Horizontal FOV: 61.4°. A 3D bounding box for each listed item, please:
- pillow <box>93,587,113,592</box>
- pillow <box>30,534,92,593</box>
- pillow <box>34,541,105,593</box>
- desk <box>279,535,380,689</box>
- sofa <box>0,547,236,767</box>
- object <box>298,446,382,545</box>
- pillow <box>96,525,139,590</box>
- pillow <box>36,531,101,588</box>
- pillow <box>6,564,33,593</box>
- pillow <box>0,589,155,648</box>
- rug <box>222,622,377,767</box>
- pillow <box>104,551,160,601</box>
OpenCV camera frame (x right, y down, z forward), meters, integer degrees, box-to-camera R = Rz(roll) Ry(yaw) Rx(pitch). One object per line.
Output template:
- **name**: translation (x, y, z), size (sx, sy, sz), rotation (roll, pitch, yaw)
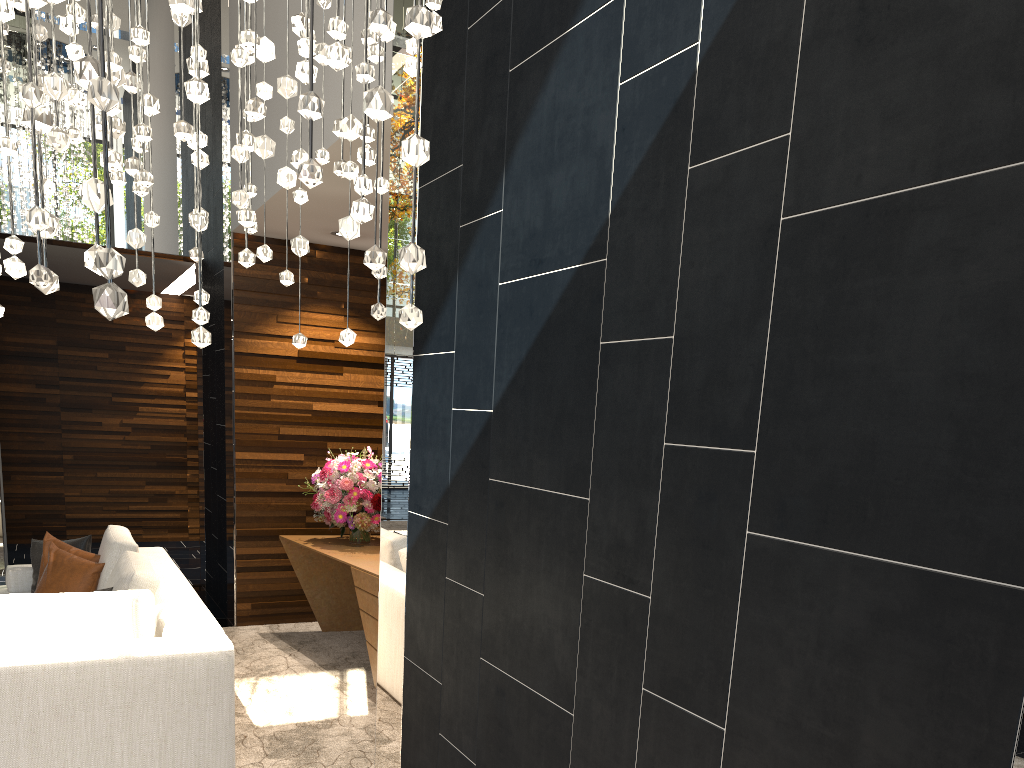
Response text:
- **pillow**: translation (-2.150, 1.136, 4.040), size (0.296, 0.374, 0.497), rotation (6, 3, 22)
- **pillow**: translation (-2.777, 1.111, 5.295), size (0.550, 0.428, 0.249), rotation (4, 8, 19)
- **pillow**: translation (-2.563, 1.131, 4.924), size (0.513, 0.425, 0.264), rotation (5, 7, 32)
- **desk**: translation (-0.736, 1.489, 5.515), size (0.990, 0.767, 2.194), rotation (2, 0, -28)
- **sofa**: translation (-2.375, 1.384, 4.541), size (1.292, 0.700, 2.788), rotation (3, -1, -28)
- **object**: translation (-1.042, 0.766, 5.924), size (0.689, 0.696, 0.645), rotation (0, 6, -37)
- **pillow**: translation (-2.375, 1.104, 5.142), size (0.247, 0.463, 0.703), rotation (-1, 4, -28)
- **pillow**: translation (-2.656, 1.108, 5.118), size (0.543, 0.444, 0.238), rotation (5, 8, 27)
- **pillow**: translation (-2.903, 1.237, 5.561), size (0.623, 0.156, 0.234), rotation (4, 1, -33)
- **pillow**: translation (-1.849, 1.076, 3.549), size (0.712, 0.473, 0.211), rotation (2, 8, -26)
- **rug**: translation (-2.806, 1.706, 4.325), size (5.908, 0.006, 3.143), rotation (4, -2, -28)
- **pillow**: translation (-1.960, 1.106, 4.366), size (0.290, 0.447, 0.702), rotation (-1, 3, -27)
